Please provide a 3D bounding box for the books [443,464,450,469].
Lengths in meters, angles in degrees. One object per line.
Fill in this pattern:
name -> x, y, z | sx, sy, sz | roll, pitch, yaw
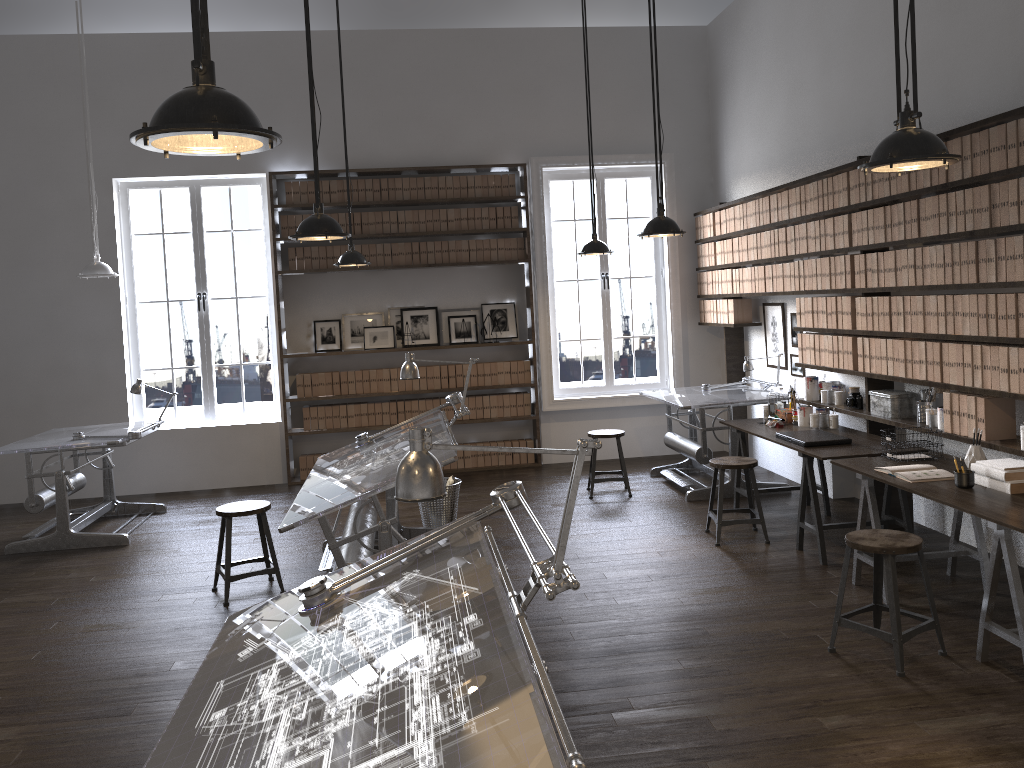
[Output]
books -> -0.662, 0.728, 8.863 | 0.067, 0.225, 0.175 | -3, 3, -7

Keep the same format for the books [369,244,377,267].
books -> -1.364, -1.258, 8.710 | 0.067, 0.225, 0.175 | -3, 3, -7

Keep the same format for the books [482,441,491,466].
books -> -0.255, 0.702, 8.911 | 0.067, 0.225, 0.175 | -3, 3, -7

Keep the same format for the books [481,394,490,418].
books -> -0.264, 0.222, 8.889 | 0.067, 0.225, 0.175 | -3, 3, -7

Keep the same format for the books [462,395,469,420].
books -> -0.472, 0.235, 8.866 | 0.067, 0.225, 0.175 | -3, 3, -7

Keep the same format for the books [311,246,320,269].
books -> -1.910, -1.223, 8.639 | 0.067, 0.225, 0.175 | -3, 3, -7

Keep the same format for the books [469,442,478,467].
books -> -0.388, 0.711, 8.894 | 0.067, 0.225, 0.175 | -3, 3, -7

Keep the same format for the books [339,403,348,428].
books -> -1.654, 0.309, 8.721 | 0.067, 0.225, 0.175 | -3, 3, -7

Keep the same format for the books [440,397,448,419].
books -> -0.679, 0.248, 8.842 | 0.067, 0.225, 0.175 | -3, 3, -7

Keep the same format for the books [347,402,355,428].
books -> -1.582, 0.305, 8.732 | 0.067, 0.225, 0.175 | -3, 3, -7

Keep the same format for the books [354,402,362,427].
books -> -1.520, 0.301, 8.741 | 0.067, 0.225, 0.175 | -3, 3, -7

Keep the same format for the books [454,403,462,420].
books -> -0.544, 0.240, 8.854 | 0.067, 0.225, 0.175 | -3, 3, -7

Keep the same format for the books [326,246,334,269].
books -> -1.770, -1.233, 8.660 | 0.067, 0.225, 0.175 | -3, 3, -7

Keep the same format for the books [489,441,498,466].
books -> -0.185, 0.698, 8.919 | 0.067, 0.225, 0.175 | -3, 3, -7

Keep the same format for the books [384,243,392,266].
books -> -1.223, -1.267, 8.720 | 0.067, 0.225, 0.175 | -3, 3, -7

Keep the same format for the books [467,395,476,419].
books -> -0.404, 0.230, 8.878 | 0.067, 0.225, 0.175 | -3, 3, -7

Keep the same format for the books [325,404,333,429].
books -> -1.793, 0.318, 8.710 | 0.067, 0.225, 0.175 | -3, 3, -7

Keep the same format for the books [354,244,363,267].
books -> -1.502, -1.249, 8.687 | 0.067, 0.225, 0.175 | -3, 3, -7

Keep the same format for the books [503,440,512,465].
books -> -0.044, 0.689, 8.937 | 0.067, 0.225, 0.175 | -3, 3, -7

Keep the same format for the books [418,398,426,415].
books -> -0.891, 0.261, 8.815 | 0.067, 0.225, 0.175 | -3, 3, -7

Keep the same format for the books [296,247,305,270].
books -> -2.055, -1.214, 8.621 | 0.067, 0.225, 0.175 | -3, 3, -7

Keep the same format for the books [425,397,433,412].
books -> -0.822, 0.256, 8.827 | 0.067, 0.225, 0.175 | -3, 3, -7

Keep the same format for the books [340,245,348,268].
books -> -1.637, -1.241, 8.675 | 0.067, 0.225, 0.175 | -3, 3, -7

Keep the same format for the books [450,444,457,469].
books -> -0.592, 0.724, 8.869 | 0.067, 0.225, 0.175 | -3, 3, -7

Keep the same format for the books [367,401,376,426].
books -> -1.387, 0.292, 8.758 | 0.067, 0.225, 0.175 | -3, 3, -7

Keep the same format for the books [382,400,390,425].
books -> -1.246, 0.284, 8.771 | 0.067, 0.225, 0.175 | -3, 3, -7

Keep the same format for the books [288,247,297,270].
books -> -2.129, -1.210, 8.617 | 0.067, 0.225, 0.175 | -3, 3, -7

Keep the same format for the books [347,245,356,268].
books -> -1.575, -1.245, 8.681 | 0.067, 0.225, 0.175 | -3, 3, -7

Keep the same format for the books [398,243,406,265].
books -> -1.089, -1.275, 8.740 | 0.067, 0.225, 0.175 | -3, 3, -7

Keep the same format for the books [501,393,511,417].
books -> -0.064, 0.209, 8.912 | 0.067, 0.225, 0.175 | -3, 3, -7

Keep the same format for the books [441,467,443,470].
books -> -0.730, 0.733, 8.848 | 0.067, 0.225, 0.175 | -3, 3, -7

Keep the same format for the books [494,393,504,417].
books -> -0.130, 0.213, 8.908 | 0.067, 0.225, 0.175 | -3, 3, -7

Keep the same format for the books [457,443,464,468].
books -> -0.522, 0.719, 8.874 | 0.067, 0.225, 0.175 | -3, 3, -7

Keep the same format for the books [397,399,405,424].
books -> -1.101, 0.275, 8.788 | 0.067, 0.225, 0.175 | -3, 3, -7

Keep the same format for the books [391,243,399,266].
books -> -1.151, -1.271, 8.728 | 0.067, 0.225, 0.175 | -3, 3, -7

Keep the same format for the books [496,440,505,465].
books -> -0.114, 0.694, 8.924 | 0.067, 0.225, 0.175 | -3, 3, -7

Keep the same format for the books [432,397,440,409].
books -> -0.753, 0.252, 8.834 | 0.067, 0.225, 0.175 | -3, 3, -7

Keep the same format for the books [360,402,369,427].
books -> -1.453, 0.297, 8.744 | 0.067, 0.225, 0.175 | -3, 3, -7

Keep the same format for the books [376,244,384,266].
books -> -1.295, -1.262, 8.714 | 0.067, 0.225, 0.175 | -3, 3, -7

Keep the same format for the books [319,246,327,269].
books -> -1.841, -1.228, 8.651 | 0.067, 0.225, 0.175 | -3, 3, -7

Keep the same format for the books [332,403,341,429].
books -> -1.724, 0.313, 8.717 | 0.067, 0.225, 0.175 | -3, 3, -7

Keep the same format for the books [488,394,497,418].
books -> -0.193, 0.217, 8.899 | 0.067, 0.225, 0.175 | -3, 3, -7

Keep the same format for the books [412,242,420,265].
books -> -0.950, -1.284, 8.754 | 0.067, 0.225, 0.175 | -3, 3, -7

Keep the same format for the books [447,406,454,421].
books -> -0.615, 0.244, 8.845 | 0.067, 0.225, 0.175 | -3, 3, -7

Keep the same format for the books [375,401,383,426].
books -> -1.317, 0.288, 8.767 | 0.067, 0.225, 0.175 | -3, 3, -7

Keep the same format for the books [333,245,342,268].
books -> -1.703, -1.236, 8.662 | 0.067, 0.225, 0.175 | -3, 3, -7

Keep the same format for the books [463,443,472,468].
books -> -0.450, 0.715, 8.885 | 0.067, 0.225, 0.175 | -3, 3, -7

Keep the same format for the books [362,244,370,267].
books -> -1.433, -1.254, 8.700 | 0.067, 0.225, 0.175 | -3, 3, -7

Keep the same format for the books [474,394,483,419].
books -> -0.334, 0.226, 8.884 | 0.067, 0.225, 0.175 | -3, 3, -7

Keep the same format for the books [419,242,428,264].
books -> -0.876, -1.289, 8.768 | 0.067, 0.225, 0.175 | -3, 3, -7

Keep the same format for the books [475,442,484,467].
books -> -0.321, 0.707, 8.897 | 0.067, 0.225, 0.175 | -3, 3, -7

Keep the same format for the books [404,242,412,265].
books -> -1.024, -1.280, 8.750 | 0.067, 0.225, 0.175 | -3, 3, -7

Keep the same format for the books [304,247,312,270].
books -> -1.981, -1.219, 8.635 | 0.067, 0.225, 0.175 | -3, 3, -7

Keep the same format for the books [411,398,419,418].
books -> -0.962, 0.266, 8.803 | 0.067, 0.225, 0.175 | -3, 3, -7

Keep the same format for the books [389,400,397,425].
books -> -1.176, 0.279, 8.784 | 0.067, 0.225, 0.175 | -3, 3, -7
